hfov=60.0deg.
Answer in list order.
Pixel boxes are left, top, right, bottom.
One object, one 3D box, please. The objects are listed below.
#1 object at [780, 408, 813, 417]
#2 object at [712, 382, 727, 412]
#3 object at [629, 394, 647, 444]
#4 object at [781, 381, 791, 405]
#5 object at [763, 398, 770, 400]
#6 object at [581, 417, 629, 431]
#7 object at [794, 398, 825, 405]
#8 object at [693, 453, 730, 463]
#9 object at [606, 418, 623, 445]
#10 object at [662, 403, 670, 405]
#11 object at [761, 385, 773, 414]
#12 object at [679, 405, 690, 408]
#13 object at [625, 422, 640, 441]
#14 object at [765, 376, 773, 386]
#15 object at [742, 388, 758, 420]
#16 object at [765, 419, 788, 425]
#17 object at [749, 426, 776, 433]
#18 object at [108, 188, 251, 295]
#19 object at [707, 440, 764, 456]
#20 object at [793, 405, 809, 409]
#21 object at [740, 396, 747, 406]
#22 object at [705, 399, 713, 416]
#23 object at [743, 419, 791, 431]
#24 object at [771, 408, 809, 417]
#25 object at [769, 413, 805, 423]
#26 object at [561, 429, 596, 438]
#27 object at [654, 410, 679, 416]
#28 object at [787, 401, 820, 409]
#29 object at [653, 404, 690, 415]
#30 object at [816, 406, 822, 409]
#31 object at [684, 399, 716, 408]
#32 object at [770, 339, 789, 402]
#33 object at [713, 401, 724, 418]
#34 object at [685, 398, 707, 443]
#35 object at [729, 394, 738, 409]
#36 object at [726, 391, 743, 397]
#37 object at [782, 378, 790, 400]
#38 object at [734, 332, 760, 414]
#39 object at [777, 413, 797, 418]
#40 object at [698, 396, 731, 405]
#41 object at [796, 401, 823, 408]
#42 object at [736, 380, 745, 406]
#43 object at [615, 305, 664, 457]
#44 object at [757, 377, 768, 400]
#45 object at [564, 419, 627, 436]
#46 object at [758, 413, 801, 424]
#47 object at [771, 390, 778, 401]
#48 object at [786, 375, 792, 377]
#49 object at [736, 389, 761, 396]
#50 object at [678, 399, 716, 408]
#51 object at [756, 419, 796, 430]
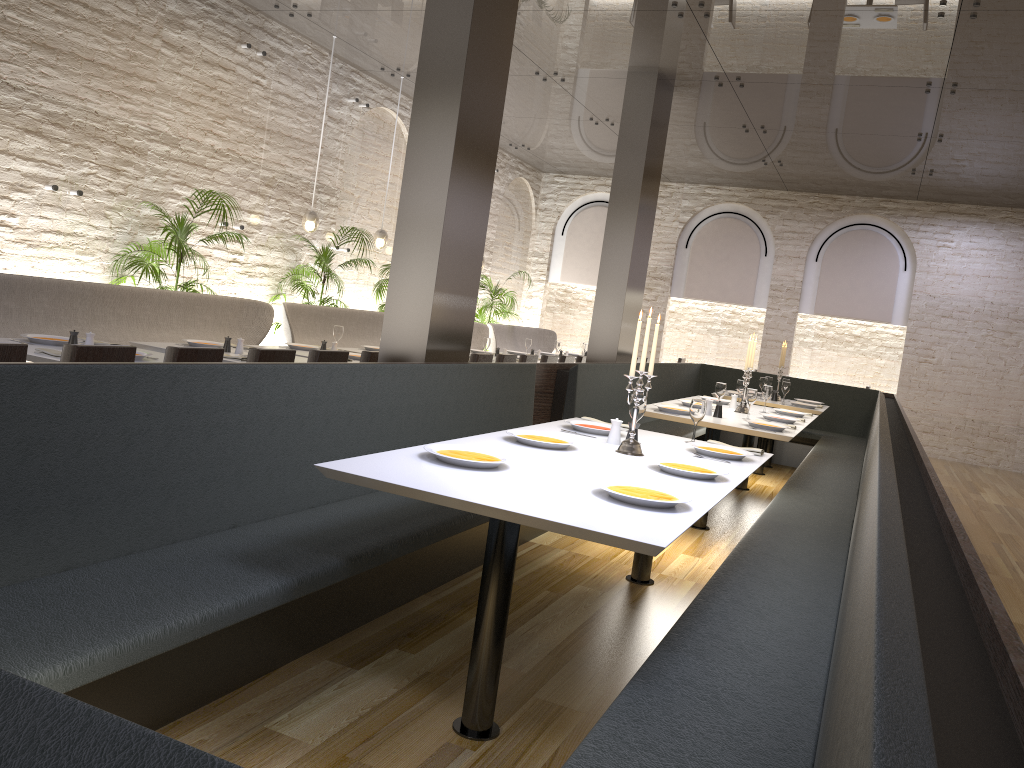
[{"bbox_3d":[2.535,0.254,7.899,0.273,0.033,0.142,10,5,22],"label":"object"},{"bbox_3d":[1.589,0.105,6.791,0.086,0.230,0.086,9,3,22],"label":"object"},{"bbox_3d":[0.600,0.170,4.296,0.086,0.230,0.086,10,3,34],"label":"object"},{"bbox_3d":[2.749,0.093,8.924,0.086,0.230,0.086,6,3,-32],"label":"object"},{"bbox_3d":[2.699,0.107,9.364,0.068,0.126,0.069,7,3,-26],"label":"object"},{"bbox_3d":[0.525,0.216,4.832,0.273,0.033,0.142,10,5,22],"label":"object"},{"bbox_3d":[3.234,0.202,9.650,0.321,0.036,0.323,6,5,-19],"label":"object"},{"bbox_3d":[0.918,0.341,4.084,0.182,0.015,0.038,10,5,24],"label":"object"},{"bbox_3d":[0.485,0.223,4.158,0.069,0.126,0.069,9,3,16],"label":"object"},{"bbox_3d":[1.261,0.181,6.608,0.273,0.033,0.142,10,5,22],"label":"object"},{"bbox_3d":[2.134,0.128,7.443,0.086,0.230,0.086,10,3,34],"label":"object"},{"bbox_3d":[1.378,0.181,6.842,0.185,0.010,0.017,10,4,22],"label":"object"},{"bbox_3d":[0.565,0.235,4.150,0.069,0.126,0.069,9,3,16],"label":"object"},{"bbox_3d":[2.800,0.036,9.707,0.086,0.230,0.086,6,3,-32],"label":"object"},{"bbox_3d":[1.752,0.150,6.522,0.086,0.230,0.087,7,3,-26],"label":"object"},{"bbox_3d":[1.971,0.281,6.619,0.182,0.015,0.038,10,5,24],"label":"object"},{"bbox_3d":[1.655,0.299,5.859,0.182,0.015,0.038,10,5,24],"label":"object"},{"bbox_3d":[-2.893,-0.693,7.548,1.185,1.971,1.150,6,4,-37],"label":"object"},{"bbox_3d":[1.153,0.327,4.570,0.273,0.033,0.142,10,5,22],"label":"object"},{"bbox_3d":[2.874,0.229,8.795,0.182,0.015,0.038,10,5,24],"label":"object"},{"bbox_3d":[1.936,0.161,7.404,0.069,0.126,0.069,9,3,16],"label":"object"},{"bbox_3d":[1.429,0.168,6.441,0.068,0.126,0.069,5,4,-45],"label":"object"},{"bbox_3d":[1.733,0.287,6.035,0.321,0.036,0.322,8,5,-2],"label":"object"},{"bbox_3d":[2.376,0.251,7.584,0.322,0.036,0.321,10,5,18],"label":"object"},{"bbox_3d":[2.205,0.273,7.105,0.273,0.033,0.142,10,5,22],"label":"object"},{"bbox_3d":[0.325,0.241,4.307,0.185,0.010,0.017,10,4,22],"label":"object"},{"bbox_3d":[1.062,0.199,6.082,0.185,0.010,0.017,10,4,22],"label":"object"},{"bbox_3d":[2.948,0.218,8.960,0.321,0.036,0.322,8,5,-2],"label":"object"},{"bbox_3d":[1.155,0.186,6.279,0.322,0.036,0.322,10,5,20],"label":"object"},{"bbox_3d":[3.078,0.223,9.206,0.273,0.033,0.142,10,5,22],"label":"object"},{"bbox_3d":[1.577,0.163,7.368,0.273,0.033,0.142,10,5,22],"label":"object"},{"bbox_3d":[2.858,-0.149,9.420,0.132,0.656,0.389,10,3,33],"label":"object"},{"bbox_3d":[1.484,0.182,6.364,0.068,0.126,0.069,6,4,-36],"label":"object"},{"bbox_3d":[0.957,0.195,4.608,0.086,0.230,0.086,10,3,34],"label":"object"},{"bbox_3d":[1.862,0.147,7.439,0.069,0.126,0.069,9,3,16],"label":"object"},{"bbox_3d":[2.369,0.116,9.205,0.321,0.036,0.322,8,5,-2],"label":"object"},{"bbox_3d":[3.024,0.058,9.816,0.086,0.230,0.086,8,3,-8],"label":"object"},{"bbox_3d":[1.886,-0.093,7.079,0.132,0.656,0.389,10,3,33],"label":"object"},{"bbox_3d":[2.300,0.262,7.413,0.182,0.015,0.038,10,5,24],"label":"object"},{"bbox_3d":[1.798,0.149,7.828,0.322,0.036,0.321,10,5,18],"label":"object"},{"bbox_3d":[3.137,0.220,9.349,0.273,0.033,0.142,10,5,22],"label":"object"},{"bbox_3d":[2.011,0.081,7.807,0.086,0.230,0.086,10,3,34],"label":"object"},{"bbox_3d":[0.565,-0.018,3.898,0.132,0.656,0.389,10,3,33],"label":"object"},{"bbox_3d":[2.625,0.046,9.287,0.086,0.230,0.086,6,3,-32],"label":"object"},{"bbox_3d":[0.422,0.227,4.515,0.323,0.036,0.321,12,6,42],"label":"object"},{"bbox_3d":[2.050,0.269,6.799,0.323,0.036,0.321,12,6,42],"label":"object"},{"bbox_3d":[2.763,0.120,9.312,0.068,0.126,0.069,7,3,-26],"label":"object"},{"bbox_3d":[3.513,0.007,11.277,0.086,0.230,0.087,6,3,-38],"label":"object"},{"bbox_3d":[2.656,0.100,9.894,0.322,0.036,0.321,10,5,18],"label":"object"},{"bbox_3d":[1.471,0.168,7.043,0.323,0.036,0.321,12,6,42],"label":"object"},{"bbox_3d":[1.889,0.291,6.345,0.273,0.033,0.142,10,5,22],"label":"object"}]
